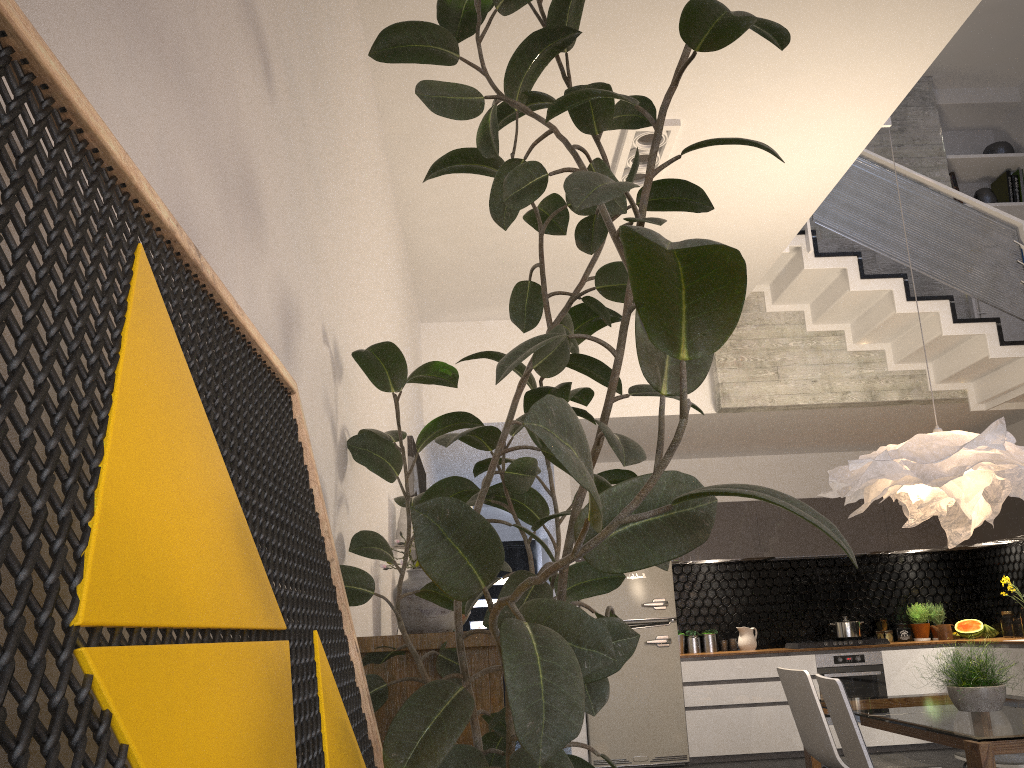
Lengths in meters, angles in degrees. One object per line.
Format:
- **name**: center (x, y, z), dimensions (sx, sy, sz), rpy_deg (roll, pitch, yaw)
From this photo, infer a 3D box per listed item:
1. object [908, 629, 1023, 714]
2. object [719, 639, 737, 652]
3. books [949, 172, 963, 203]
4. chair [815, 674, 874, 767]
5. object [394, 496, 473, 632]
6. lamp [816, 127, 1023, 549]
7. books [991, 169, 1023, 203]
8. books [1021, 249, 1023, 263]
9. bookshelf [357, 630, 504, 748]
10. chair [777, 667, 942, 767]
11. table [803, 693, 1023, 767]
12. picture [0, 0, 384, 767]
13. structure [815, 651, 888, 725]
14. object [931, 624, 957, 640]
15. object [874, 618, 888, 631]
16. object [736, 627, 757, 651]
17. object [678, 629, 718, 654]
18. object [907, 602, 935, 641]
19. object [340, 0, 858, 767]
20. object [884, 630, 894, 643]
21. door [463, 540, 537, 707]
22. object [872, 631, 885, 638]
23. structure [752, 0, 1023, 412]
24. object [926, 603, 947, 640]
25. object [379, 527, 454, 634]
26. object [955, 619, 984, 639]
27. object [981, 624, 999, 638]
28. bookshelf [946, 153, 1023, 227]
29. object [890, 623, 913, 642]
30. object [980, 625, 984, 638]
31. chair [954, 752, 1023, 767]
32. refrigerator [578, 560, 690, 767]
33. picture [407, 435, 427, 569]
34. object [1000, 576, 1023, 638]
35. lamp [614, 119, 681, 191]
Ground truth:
- **object**: center (2.066, 1.302, 4.006), dimensions (0.531, 0.363, 0.676), rpy_deg (-1, -15, -7)
- **object**: center (2.010, 2.424, 8.221), dimensions (0.160, 0.109, 0.079), rpy_deg (-4, -14, 2)
- **books**: center (3.740, -1.586, 7.614), dimensions (0.134, 0.378, 0.275), rpy_deg (-2, -14, -3)
- **chair**: center (1.600, 1.626, 3.528), dimensions (0.602, 0.908, 0.481), rpy_deg (-5, -14, 7)
- **object**: center (-0.320, 0.795, 3.870), dimensions (0.390, 0.575, 0.393), rpy_deg (6, -16, -33)
- **lamp**: center (1.923, -1.747, 4.698), dimensions (1.118, 5.150, 1.074), rpy_deg (-5, -13, 8)
- **books**: center (4.273, -1.611, 7.619), dimensions (0.160, 0.377, 0.269), rpy_deg (-2, -14, -3)
- **books**: center (4.314, -0.998, 7.499), dimensions (0.146, 0.378, 0.275), rpy_deg (-2, -14, -3)
- **bookshelf**: center (-0.210, 1.451, 3.020), dimensions (0.451, 1.157, 1.944), rpy_deg (-2, -15, -3)
- **chair**: center (1.670, 1.824, 4.249), dimensions (0.601, 0.908, 0.481), rpy_deg (-2, -13, -2)
- **table**: center (2.108, 1.808, 3.903), dimensions (0.997, 0.705, 1.823), rpy_deg (-2, -15, -3)
- **picture**: center (-0.139, 0.557, 0.624), dimensions (0.386, 1.585, 1.516), rpy_deg (-2, -14, -3)
- **structure**: center (2.936, 2.694, 7.897), dimensions (0.587, 0.581, 0.591), rpy_deg (-2, -14, -3)
- **object**: center (3.970, 2.279, 8.128), dimensions (0.210, 0.139, 0.125), rpy_deg (-12, -17, 30)
- **object**: center (3.458, 2.252, 8.292), dimensions (0.083, 0.112, 0.084), rpy_deg (3, -15, -22)
- **object**: center (2.185, 2.359, 8.206), dimensions (0.190, 0.212, 0.173), rpy_deg (-6, -14, 10)
- **object**: center (1.674, 2.375, 8.181), dimensions (0.482, 0.218, 0.174), rpy_deg (-2, -14, -6)
- **object**: center (3.827, 2.217, 8.273), dimensions (0.245, 0.350, 0.237), rpy_deg (-3, -14, 1)
- **object**: center (0.044, 0.074, 1.854), dimensions (0.908, 3.161, 2.034), rpy_deg (3, -15, -24)
- **object**: center (3.517, 2.360, 8.278), dimensions (0.083, 0.112, 0.084), rpy_deg (-5, -14, 7)
- **door**: center (-0.197, 3.128, 11.045), dimensions (1.108, 2.287, 0.162), rpy_deg (-2, -13, -3)
- **object**: center (3.429, 2.364, 8.278), dimensions (0.083, 0.112, 0.084), rpy_deg (-2, -14, -3)
- **structure**: center (2.351, -1.595, 5.714), dimensions (4.233, 8.208, 8.568), rpy_deg (-2, -14, -3)
- **object**: center (3.968, 2.194, 8.263), dimensions (0.170, 0.374, 0.185), rpy_deg (-12, -16, 33)
- **object**: center (-0.319, 0.708, 3.246), dimensions (0.386, 0.407, 0.278), rpy_deg (3, -15, -24)
- **object**: center (4.162, 2.230, 8.056), dimensions (0.236, 0.172, 0.219), rpy_deg (-10, -16, 25)
- **object**: center (4.375, 2.257, 8.105), dimensions (0.149, 0.125, 0.226), rpy_deg (-14, -18, 36)
- **bookshelf**: center (3.885, -1.323, 7.481), dimensions (0.973, 1.093, 0.448), rpy_deg (-2, -13, -3)
- **object**: center (3.638, 2.324, 8.285), dimensions (0.141, 0.172, 0.143), rpy_deg (-2, -14, -3)
- **object**: center (4.386, 2.308, 8.276), dimensions (0.132, 0.118, 0.206), rpy_deg (-7, -16, 17)
- **chair**: center (2.534, 1.789, 4.287), dimensions (0.601, 0.908, 0.481), rpy_deg (1, -14, -16)
- **refrigerator**: center (1.018, 2.459, 7.840), dimensions (0.829, 1.691, 0.779), rpy_deg (-2, -13, -3)
- **picture**: center (-0.542, 1.434, 5.358), dimensions (0.033, 2.003, 1.248), rpy_deg (-2, -14, -3)
- **object**: center (4.384, 1.933, 7.691), dimensions (0.257, 0.536, 0.431), rpy_deg (-8, -15, 20)
- **lamp**: center (0.681, -1.190, 4.609), dimensions (0.253, 0.065, 0.653), rpy_deg (-2, -16, -3)
